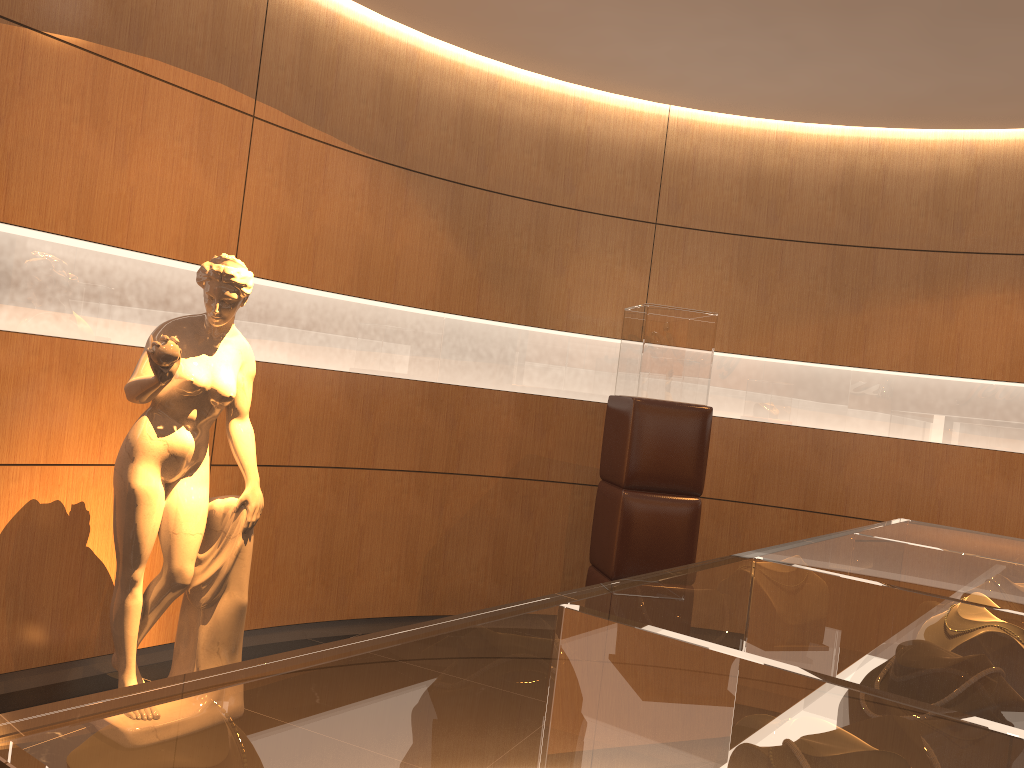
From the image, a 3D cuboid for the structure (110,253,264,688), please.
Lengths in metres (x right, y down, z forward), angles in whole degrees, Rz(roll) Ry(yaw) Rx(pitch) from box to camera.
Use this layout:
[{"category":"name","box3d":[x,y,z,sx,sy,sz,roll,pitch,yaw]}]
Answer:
[{"category":"structure","box3d":[-1.300,0.409,3.404,0.477,1.836,0.733,7,-1,24]}]

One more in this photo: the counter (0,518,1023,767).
[{"category":"counter","box3d":[0.569,0.900,1.349,0.615,1.173,2.514,7,-1,35]}]

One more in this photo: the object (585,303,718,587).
[{"category":"object","box3d":[0.753,0.586,4.903,0.484,2.000,0.498,7,0,-11]}]
